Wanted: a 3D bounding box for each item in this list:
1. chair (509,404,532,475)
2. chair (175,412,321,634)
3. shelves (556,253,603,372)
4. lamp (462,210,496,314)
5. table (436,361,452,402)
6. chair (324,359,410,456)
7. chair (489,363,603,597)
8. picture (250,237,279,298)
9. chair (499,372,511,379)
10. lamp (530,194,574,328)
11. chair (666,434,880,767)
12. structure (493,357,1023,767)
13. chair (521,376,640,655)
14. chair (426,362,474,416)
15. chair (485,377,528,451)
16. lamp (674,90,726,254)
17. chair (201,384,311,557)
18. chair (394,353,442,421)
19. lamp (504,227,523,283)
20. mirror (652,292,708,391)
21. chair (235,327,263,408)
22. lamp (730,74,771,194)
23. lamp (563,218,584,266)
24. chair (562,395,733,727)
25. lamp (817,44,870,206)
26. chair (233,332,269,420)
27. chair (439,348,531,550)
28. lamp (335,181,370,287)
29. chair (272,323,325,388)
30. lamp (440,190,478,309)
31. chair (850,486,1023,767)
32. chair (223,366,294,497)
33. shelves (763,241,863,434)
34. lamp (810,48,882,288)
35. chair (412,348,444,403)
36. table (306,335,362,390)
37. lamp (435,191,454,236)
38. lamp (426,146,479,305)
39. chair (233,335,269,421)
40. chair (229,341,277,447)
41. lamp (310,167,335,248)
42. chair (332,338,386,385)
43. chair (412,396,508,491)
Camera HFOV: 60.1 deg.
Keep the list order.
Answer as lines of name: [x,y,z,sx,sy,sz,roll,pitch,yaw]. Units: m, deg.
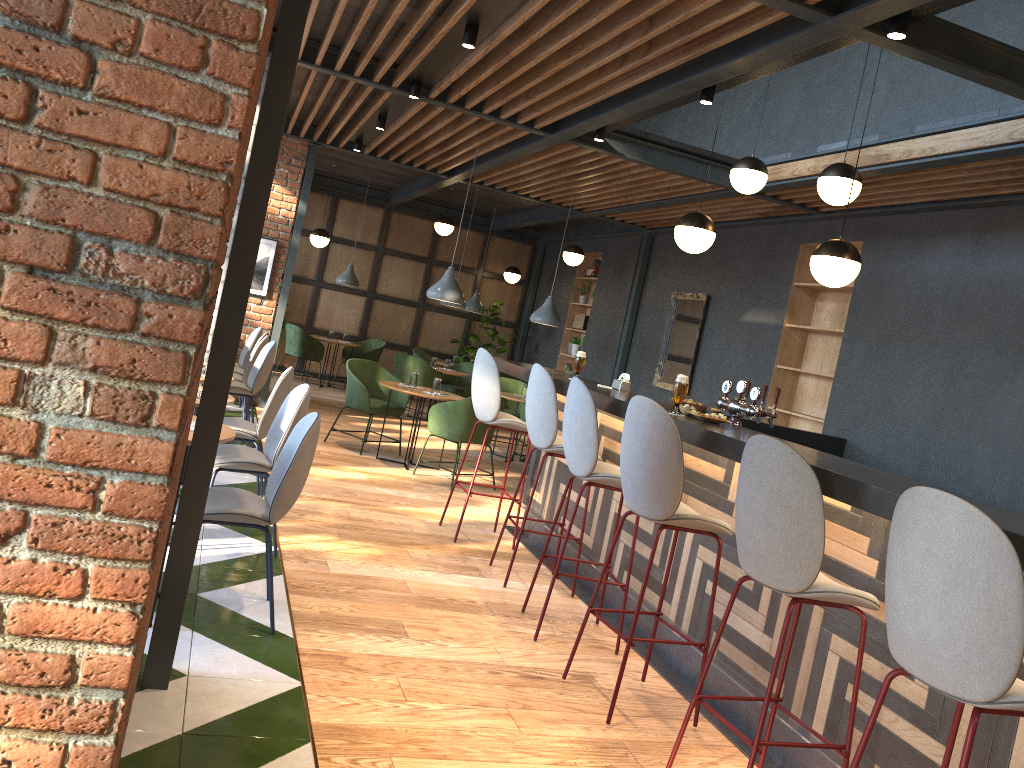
chair: [0.376,0.522,9.167,0.636,0.818,0.517,11,2,-23]
chair: [-1.129,0.515,3.679,0.506,0.887,0.420,12,1,-17]
shelves: [0.992,-0.535,12.796,0.283,2.704,0.839,12,1,-19]
lamp: [-0.118,-3.269,13.205,0.354,4.487,0.352,12,1,17]
table: [-0.846,0.073,13.248,0.805,0.686,0.811,11,3,-18]
chair: [-1.320,0.215,8.353,0.517,0.818,0.636,13,2,37]
chair: [0.240,0.532,5.120,0.506,1.242,0.419,12,1,-13]
picture: [-2.786,-1.281,9.509,0.429,0.631,0.015,11,1,-18]
chair: [-0.332,0.125,13.083,0.516,0.818,0.637,13,2,18]
lamp: [0.826,-2.844,9.629,0.354,4.487,0.352,12,1,17]
chair: [0.901,0.812,2.913,0.506,1.242,0.420,12,1,-21]
structure: [1.847,0.836,4.478,2.908,1.395,4.941,11,3,-18]
chair: [0.410,0.617,4.355,0.507,1.242,0.419,12,1,-7]
chair: [-0.731,0.105,12.067,0.641,0.818,0.513,13,2,32]
chair: [-0.049,0.364,10.248,0.636,0.818,0.517,11,2,-18]
lamp: [1.559,-2.708,5.756,0.267,3.791,0.269,12,1,-17]
chair: [-1.392,0.397,4.656,0.506,0.887,0.420,11,1,-22]
chair: [-1.249,0.051,11.181,0.641,0.818,0.513,13,2,27]
lamp: [0.371,-3.430,13.835,0.269,3.791,0.267,12,1,25]
mirror: [1.850,-0.462,9.708,0.061,1.085,0.771,12,2,-19]
chair: [-2.871,-0.190,9.002,0.506,0.887,0.420,11,1,-22]
lamp: [2.082,-3.233,6.396,0.268,3.791,0.269,12,1,-13]
lamp: [1.138,-3.338,11.102,0.270,3.791,0.267,13,1,43]
chair: [0.604,0.693,3.617,0.506,1.242,0.420,11,1,-22]
lamp: [2.434,-2.983,5.571,0.269,3.791,0.267,13,1,36]
chair: [-2.669,-0.116,8.494,0.506,0.887,0.419,12,1,-12]
chair: [-0.107,0.411,5.874,0.506,1.242,0.420,12,1,-18]
lamp: [-1.957,-3.644,12.967,0.354,4.487,0.352,12,1,17]
chair: [-3.011,-0.418,12.685,0.513,0.818,0.642,10,2,-43]
lamp: [-0.315,-3.207,11.548,0.354,4.487,0.352,12,1,17]
chair: [1.109,0.900,2.212,0.506,1.242,0.420,12,1,-19]
chair: [-1.688,0.282,5.494,0.506,0.887,0.419,12,1,-12]
shelves: [2.603,0.127,7.715,0.283,2.704,0.839,12,1,-19]
lamp: [2.158,-2.391,4.887,0.267,3.791,0.269,12,1,-28]
chair: [-1.293,-0.098,13.392,0.516,0.818,0.638,12,2,13]
table: [-2.681,-0.302,13.033,0.810,0.686,0.805,13,3,21]
lamp: [-0.556,-3.877,12.042,0.267,3.791,0.270,11,1,-39]
lamp: [-0.146,-2.948,8.014,0.354,4.487,0.352,12,1,17]
chair: [-2.517,-0.048,7.942,0.506,0.887,0.419,12,1,-12]
chair: [-2.305,0.030,7.410,0.506,0.887,0.420,11,1,-22]
lamp: [-2.287,-3.736,12.199,0.269,3.791,0.267,12,1,25]
chair: [-2.287,-0.309,13.405,0.513,0.818,0.642,10,2,-43]
chair: [-0.423,0.450,7.635,0.518,0.818,0.636,13,2,42]
